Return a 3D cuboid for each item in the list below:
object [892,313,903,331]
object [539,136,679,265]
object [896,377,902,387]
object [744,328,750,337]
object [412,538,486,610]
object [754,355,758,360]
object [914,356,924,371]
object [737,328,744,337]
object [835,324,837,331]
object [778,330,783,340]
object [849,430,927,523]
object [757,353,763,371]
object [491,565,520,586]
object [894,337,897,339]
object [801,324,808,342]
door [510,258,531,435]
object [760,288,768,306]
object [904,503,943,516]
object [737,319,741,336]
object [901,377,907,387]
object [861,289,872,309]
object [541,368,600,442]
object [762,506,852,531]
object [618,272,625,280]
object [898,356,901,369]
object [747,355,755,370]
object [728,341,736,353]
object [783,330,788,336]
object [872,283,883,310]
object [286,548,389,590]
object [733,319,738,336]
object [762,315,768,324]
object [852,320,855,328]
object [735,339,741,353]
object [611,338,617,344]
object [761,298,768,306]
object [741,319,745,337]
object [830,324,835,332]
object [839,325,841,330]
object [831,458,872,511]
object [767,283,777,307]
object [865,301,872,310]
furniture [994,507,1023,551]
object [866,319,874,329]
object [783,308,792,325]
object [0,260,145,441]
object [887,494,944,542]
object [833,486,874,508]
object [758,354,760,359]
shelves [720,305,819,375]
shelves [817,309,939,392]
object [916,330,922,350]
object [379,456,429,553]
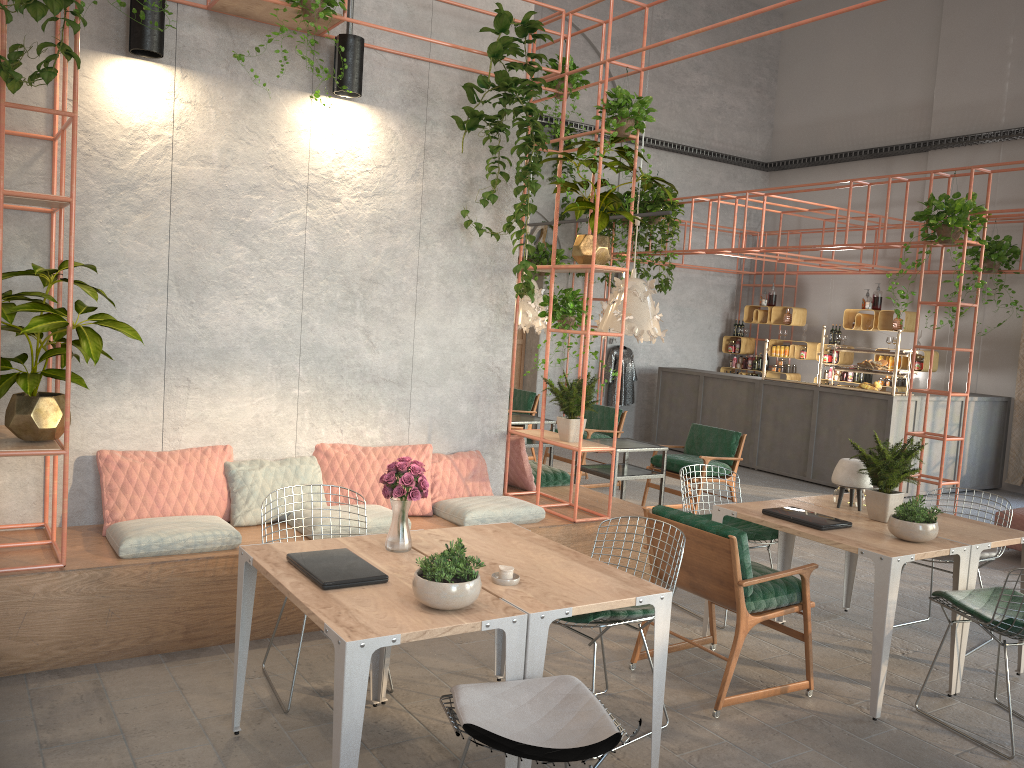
[{"bbox_3d":[5.394,-0.870,12.399,0.137,0.261,0.137,4,4,3],"label":"object"},{"bbox_3d":[0.658,-1.296,6.213,0.934,0.947,0.903,5,5,19],"label":"object"},{"bbox_3d":[5.381,-0.032,12.336,0.073,0.131,0.073,0,6,-40],"label":"object"},{"bbox_3d":[3.907,-0.856,14.796,0.115,0.147,0.115,5,5,12],"label":"object"},{"bbox_3d":[-0.232,0.676,3.192,0.248,0.247,0.254,1,5,-33],"label":"object"},{"bbox_3d":[3.977,-0.355,14.539,0.072,0.248,0.094,1,5,-33],"label":"object"},{"bbox_3d":[5.539,-0.280,12.034,0.131,0.207,0.131,5,5,12],"label":"object"},{"bbox_3d":[3.797,-0.857,14.725,0.115,0.147,0.115,5,5,12],"label":"object"},{"bbox_3d":[4.830,-0.745,13.237,0.066,0.291,0.066,2,5,-26],"label":"object"},{"bbox_3d":[4.248,-0.779,14.025,0.083,0.159,0.083,2,5,-24],"label":"object"},{"bbox_3d":[2.181,0.536,5.153,0.438,0.527,0.368,1,5,-33],"label":"object"},{"bbox_3d":[4.016,-0.360,14.346,0.066,0.291,0.066,8,6,41],"label":"object"},{"bbox_3d":[-0.024,0.752,3.522,0.115,0.078,0.115,1,5,-27],"label":"object"},{"bbox_3d":[5.331,-0.577,12.343,0.083,0.159,0.083,5,5,12],"label":"object"},{"bbox_3d":[4.546,-0.798,13.792,0.075,0.273,0.075,6,5,23],"label":"object"},{"bbox_3d":[-0.519,-0.563,13.348,1.360,2.729,0.551,1,5,-33],"label":"door"},{"bbox_3d":[4.134,-1.421,14.506,0.134,0.301,0.134,-1,6,-44],"label":"object"},{"bbox_3d":[2.546,0.775,5.489,0.218,0.041,0.218,2,5,-24],"label":"object"},{"bbox_3d":[3.796,-0.939,14.843,0.066,0.291,0.066,2,5,-26],"label":"object"},{"bbox_3d":[5.498,-0.031,12.419,0.073,0.131,0.073,0,6,-40],"label":"object"},{"bbox_3d":[5.168,-1.228,12.901,0.134,0.301,0.134,-1,6,-44],"label":"object"},{"bbox_3d":[0.432,0.154,6.340,0.438,0.527,0.368,1,5,-33],"label":"object"},{"bbox_3d":[1.674,0.762,5.046,0.268,0.031,0.427,1,5,-33],"label":"object"},{"bbox_3d":[1.699,-1.676,13.661,0.133,0.145,0.133,5,5,19],"label":"object"},{"bbox_3d":[5.337,-0.303,12.270,0.069,0.191,0.069,2,5,-16],"label":"object"},{"bbox_3d":[3.915,-0.356,14.501,0.072,0.248,0.094,1,5,-33],"label":"object"},{"bbox_3d":[3.697,-0.622,14.868,0.131,0.207,0.131,5,5,12],"label":"object"},{"bbox_3d":[4.297,-0.770,13.949,0.083,0.159,0.083,2,5,-24],"label":"object"},{"bbox_3d":[5.244,-1.250,12.718,0.134,0.386,0.134,-1,6,-44],"label":"object"},{"bbox_3d":[-0.698,0.728,3.514,0.268,0.031,0.427,1,5,-33],"label":"object"},{"bbox_3d":[3.731,-0.939,14.800,0.066,0.291,0.066,6,5,27],"label":"object"},{"bbox_3d":[4.099,-1.043,14.293,0.123,0.142,0.141,1,5,-33],"label":"object"},{"bbox_3d":[5.036,-0.882,12.970,0.097,0.148,0.097,0,6,-37],"label":"object"},{"bbox_3d":[3.773,-0.632,14.728,0.072,0.248,0.094,1,5,-33],"label":"object"},{"bbox_3d":[1.582,-0.680,13.776,0.093,0.121,0.049,1,5,-31],"label":"object"},{"bbox_3d":[4.065,-1.318,14.282,0.088,0.123,0.088,6,5,23],"label":"object"},{"bbox_3d":[3.865,-0.937,14.885,0.066,0.291,0.066,4,5,7],"label":"object"},{"bbox_3d":[4.766,-0.746,13.195,0.066,0.291,0.066,6,5,27],"label":"object"},{"bbox_3d":[4.900,-0.744,13.279,0.066,0.291,0.066,4,5,7],"label":"object"},{"bbox_3d":[2.099,0.623,5.479,0.241,0.313,0.241,5,5,12],"label":"object"},{"bbox_3d":[4.210,-1.444,14.323,0.134,0.386,0.134,4,4,1],"label":"object"},{"bbox_3d":[5.099,-1.125,12.676,0.088,0.123,0.088,6,5,23],"label":"object"},{"bbox_3d":[5.021,1.391,7.934,0.941,0.446,0.976,1,5,-33],"label":"furniture"},{"bbox_3d":[5.133,-0.850,12.687,0.123,0.142,0.141,1,5,-33],"label":"object"},{"bbox_3d":[4.360,-1.063,14.005,0.137,0.261,0.137,4,4,3],"label":"object"},{"bbox_3d":[-2.364,-0.174,4.434,0.934,0.919,0.903,6,5,28],"label":"object"},{"bbox_3d":[2.139,0.710,4.723,0.248,0.247,0.254,1,5,-33],"label":"object"},{"bbox_3d":[2.164,0.687,5.624,0.165,0.154,0.210,0,6,-43],"label":"object"},{"bbox_3d":[4.038,-0.366,14.465,0.074,0.287,0.072,4,4,-1],"label":"object"},{"bbox_3d":[4.144,-0.331,14.337,0.328,1.838,1.750,1,5,-33],"label":"shelves"},{"bbox_3d":[5.178,-0.138,12.732,0.328,1.838,1.750,1,5,-33],"label":"shelves"},{"bbox_3d":[5.581,-0.605,12.186,0.075,0.273,0.075,-1,6,-44],"label":"object"},{"bbox_3d":[-0.473,0.522,3.872,0.213,0.414,0.225,0,6,-40],"label":"object"}]
